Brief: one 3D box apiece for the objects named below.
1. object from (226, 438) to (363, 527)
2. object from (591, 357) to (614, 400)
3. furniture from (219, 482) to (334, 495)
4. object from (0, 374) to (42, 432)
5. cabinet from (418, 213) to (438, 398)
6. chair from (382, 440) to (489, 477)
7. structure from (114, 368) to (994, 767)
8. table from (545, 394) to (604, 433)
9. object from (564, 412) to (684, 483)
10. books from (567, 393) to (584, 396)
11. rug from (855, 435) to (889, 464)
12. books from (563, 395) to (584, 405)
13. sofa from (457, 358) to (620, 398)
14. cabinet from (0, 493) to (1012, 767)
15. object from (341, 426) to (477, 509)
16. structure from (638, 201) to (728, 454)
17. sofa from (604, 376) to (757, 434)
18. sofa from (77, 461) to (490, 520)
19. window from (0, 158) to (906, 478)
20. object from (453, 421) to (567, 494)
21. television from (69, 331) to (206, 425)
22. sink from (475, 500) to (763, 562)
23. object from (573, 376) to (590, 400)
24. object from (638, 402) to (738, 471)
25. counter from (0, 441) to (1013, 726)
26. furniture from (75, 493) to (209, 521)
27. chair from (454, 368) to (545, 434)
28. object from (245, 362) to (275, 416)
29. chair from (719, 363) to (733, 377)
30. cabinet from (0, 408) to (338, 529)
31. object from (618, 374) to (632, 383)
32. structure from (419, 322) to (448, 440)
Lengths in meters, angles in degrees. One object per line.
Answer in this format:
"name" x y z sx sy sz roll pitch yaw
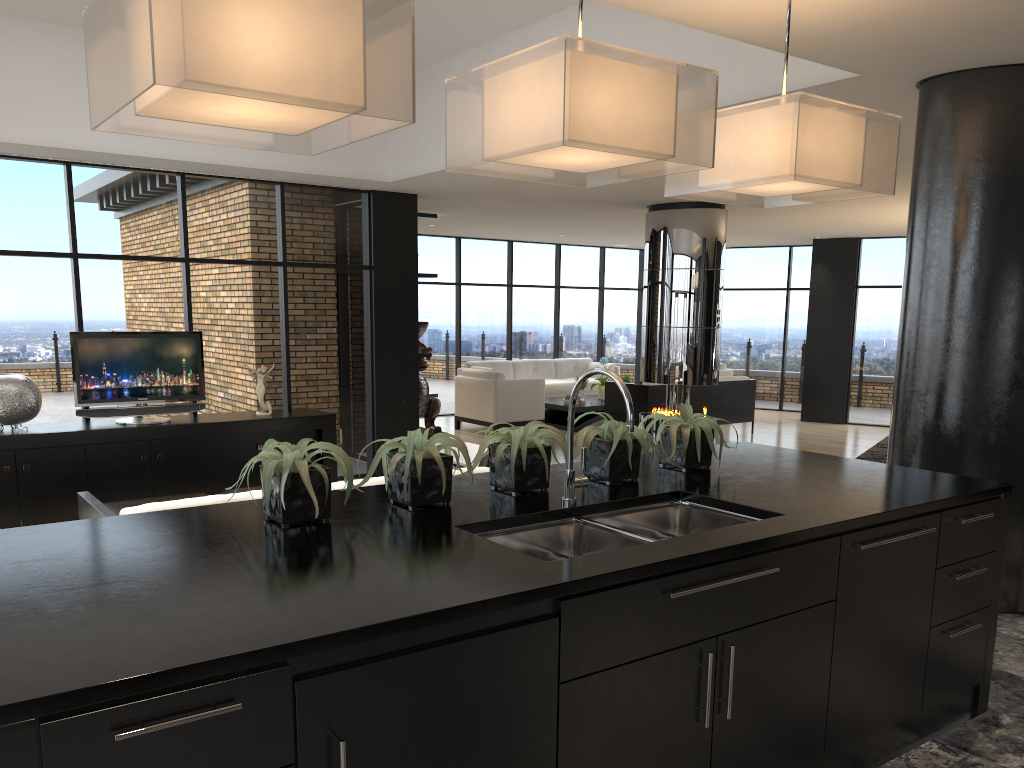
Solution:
"object" -0.599 0.270 2.397 0.397 0.220 0.401 -1 6 -11
"object" 1.369 -0.087 13.062 0.355 0.640 0.365 -2 9 -17
"furniture" -1.400 0.925 5.795 0.824 0.490 0.820 -4 8 -36
"object" -3.689 0.133 6.440 0.461 0.413 0.460 6 9 36
"cabinet" -2.117 -0.689 11.278 1.180 2.780 2.637 -6 10 -35
"chair" -0.532 0.790 6.370 0.681 0.684 0.798 -5 9 -36
"structure" 0.317 0.477 2.432 2.765 1.033 0.649 -3 9 -36
"table" 1.300 0.405 13.110 2.024 0.356 1.253 -3 6 -36
"object" 0.350 0.208 3.117 0.397 0.242 0.401 -1 6 -11
"books" 0.884 0.143 12.385 0.183 0.027 0.154 6 7 45
"rug" 5.409 0.893 9.917 2.706 0.011 3.689 4 6 31
"books" 0.866 0.219 12.403 0.307 0.128 0.221 1 6 3
"sofa" 0.474 0.046 14.231 2.684 0.867 0.847 -3 8 -36
"cabinet" 0.139 0.918 2.747 3.102 1.052 1.168 -3 8 -36
"object" -0.320 0.239 2.665 0.406 0.242 0.392 -1 6 -11
"structure" 1.800 -0.491 9.433 0.885 2.782 0.582 9 13 41
"sofa" 2.253 0.297 11.806 2.024 0.815 0.830 -3 8 -36
"sofa" -1.074 0.863 4.647 2.024 0.815 0.830 -3 8 -36
"window" 0.356 -1.433 8.022 10.066 4.852 15.782 6 7 41
"object" -0.016 0.235 2.887 0.406 0.220 0.392 -1 6 -11
"television" -2.917 -0.055 6.952 0.932 0.722 0.403 -2 9 -17
"sink" 0.319 0.495 2.504 0.918 0.162 0.456 -3 6 -36
"object" 1.004 0.060 12.864 0.284 0.375 0.212 3 9 17
"object" 0.697 0.194 3.335 0.406 0.242 0.392 -1 6 -11
"counter" 0.145 0.383 2.653 3.102 0.032 1.169 -3 6 -36
"furniture" -2.089 0.959 5.302 0.824 0.490 0.820 -4 8 -36
"chair" -0.163 0.224 12.037 0.851 0.868 0.992 -5 9 -36
"object" -2.117 0.038 7.490 0.255 0.466 0.104 -5 12 -34
"chair" 2.878 0.075 14.208 0.851 0.868 0.992 -5 9 -36
"cabinet" -2.935 0.671 7.061 3.027 0.751 0.615 -3 9 -36
"object" 1.697 0.027 13.343 0.283 0.375 0.213 6 10 32
"structure" -1.107 0.033 9.763 0.514 1.617 0.724 -6 11 -36
